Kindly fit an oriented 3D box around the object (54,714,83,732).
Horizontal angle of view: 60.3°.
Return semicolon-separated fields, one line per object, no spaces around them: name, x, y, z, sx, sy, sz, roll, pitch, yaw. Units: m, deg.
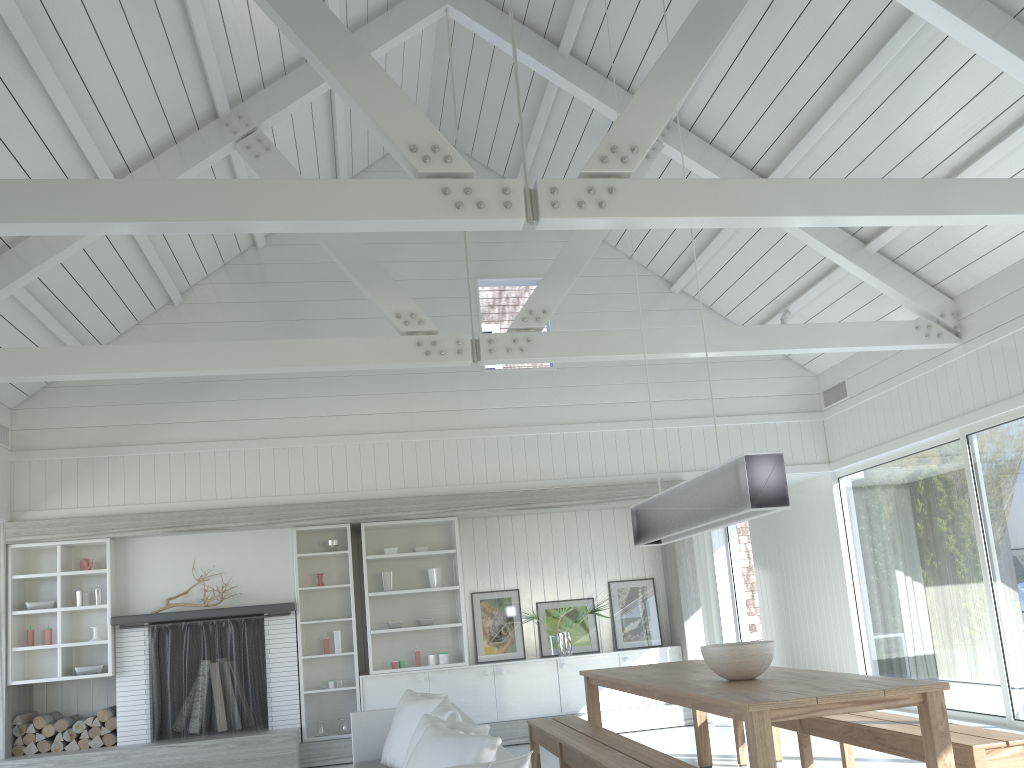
object;-4.059;3.106;8.076;0.109;0.107;0.504;-3;-15;-11

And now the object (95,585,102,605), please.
object;-3.803;1.942;8.113;0.054;0.193;0.055;-3;-9;-9

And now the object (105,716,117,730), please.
object;-3.638;3.118;8.143;0.109;0.107;0.504;-3;-15;-11

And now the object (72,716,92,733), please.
object;-3.906;3.125;8.097;0.109;0.107;0.504;-3;-15;-11

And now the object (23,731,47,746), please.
object;-4.306;3.203;8.018;0.109;0.107;0.504;-3;-15;-11

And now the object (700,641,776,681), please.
object;1.206;1.471;4.672;0.389;0.182;0.398;0;-15;-18

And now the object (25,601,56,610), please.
object;-4.293;2.026;8.034;0.242;0.071;0.247;2;-16;-24

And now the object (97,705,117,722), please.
object;-3.708;3.043;8.145;0.110;0.109;0.504;-3;-15;-11

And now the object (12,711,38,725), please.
object;-4.418;3.035;8.015;0.080;0.078;0.488;-3;-15;-11

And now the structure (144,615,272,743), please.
structure;-2.770;2.675;8.015;1.096;1.045;0.118;-3;-9;-10

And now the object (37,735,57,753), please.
object;-4.183;3.271;8.028;0.110;0.109;0.504;-3;-15;-11

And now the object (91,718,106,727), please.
object;-3.765;3.089;8.113;0.080;0.078;0.488;-3;-15;-11

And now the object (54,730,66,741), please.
object;-4.063;3.194;8.046;0.080;0.078;0.488;-3;-15;-11

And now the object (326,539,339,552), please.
object;-1.743;1.584;8.588;0.162;0.122;0.164;-10;-14;22

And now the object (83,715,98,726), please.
object;-3.829;3.081;8.104;0.086;0.090;0.489;-3;-15;-11

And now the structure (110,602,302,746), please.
structure;-2.825;2.793;8.358;1.615;1.265;0.876;-3;-11;-10

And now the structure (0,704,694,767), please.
structure;-1.468;3.468;8.776;6.342;0.340;1.921;-2;-15;-10

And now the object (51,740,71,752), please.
object;-4.073;3.269;8.054;0.105;0.113;0.528;-3;-15;-11

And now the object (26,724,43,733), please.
object;-4.300;3.111;8.022;0.080;0.078;0.488;-3;-15;-11

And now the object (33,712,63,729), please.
object;-4.234;3.071;8.054;0.110;0.109;0.504;-3;-15;-11

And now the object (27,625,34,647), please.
object;-4.350;2.274;7.966;0.054;0.193;0.055;-3;-9;-9

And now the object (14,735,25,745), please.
object;-4.388;3.207;7.991;0.080;0.078;0.488;-3;-15;-11

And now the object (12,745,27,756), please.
object;-4.384;3.301;7.997;0.108;0.104;0.525;-3;-15;-11

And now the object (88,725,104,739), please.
object;-3.771;3.181;8.110;0.109;0.107;0.504;-3;-15;-11

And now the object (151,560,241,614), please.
object;-2.862;1.848;8.138;0.786;0.494;0.464;6;-16;-39

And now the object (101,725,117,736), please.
object;-3.680;3.167;8.120;0.080;0.078;0.488;-3;-15;-11

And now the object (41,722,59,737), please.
object;-4.158;3.144;8.053;0.109;0.107;0.504;-3;-15;-11

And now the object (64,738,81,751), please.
object;-3.945;3.298;8.078;0.134;0.144;0.559;-3;-15;-10

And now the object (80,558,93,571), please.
object;-3.928;1.668;8.130;0.233;0.125;0.060;-14;-13;34

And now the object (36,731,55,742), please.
object;-4.214;3.189;8.029;0.080;0.078;0.488;-3;-15;-11

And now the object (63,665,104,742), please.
object;-3.927;2.919;8.092;0.341;0.632;0.624;0;-13;-25

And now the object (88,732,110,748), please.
object;-3.751;3.272;8.115;0.134;0.144;0.559;-3;-15;-10

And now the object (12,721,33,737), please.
object;-4.396;3.124;8.017;0.109;0.107;0.504;-3;-15;-11

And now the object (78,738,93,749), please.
object;-3.850;3.280;8.089;0.108;0.104;0.525;-3;-15;-11

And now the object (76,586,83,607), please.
object;-3.966;1.948;8.085;0.054;0.193;0.055;-3;-9;-9

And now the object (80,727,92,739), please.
object;-3.853;3.186;8.082;0.080;0.078;0.488;-3;-15;-11

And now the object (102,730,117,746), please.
object;-3.648;3.249;8.119;0.110;0.109;0.504;-3;-15;-11

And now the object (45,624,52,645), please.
object;-4.200;2.268;7.992;0.054;0.193;0.055;-3;-9;-9

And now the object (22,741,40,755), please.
object;-4.286;3.294;8.023;0.134;0.144;0.559;-3;-15;-10

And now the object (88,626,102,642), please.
object;-3.800;2.283;8.052;0.137;0.128;0.140;0;-13;-22
